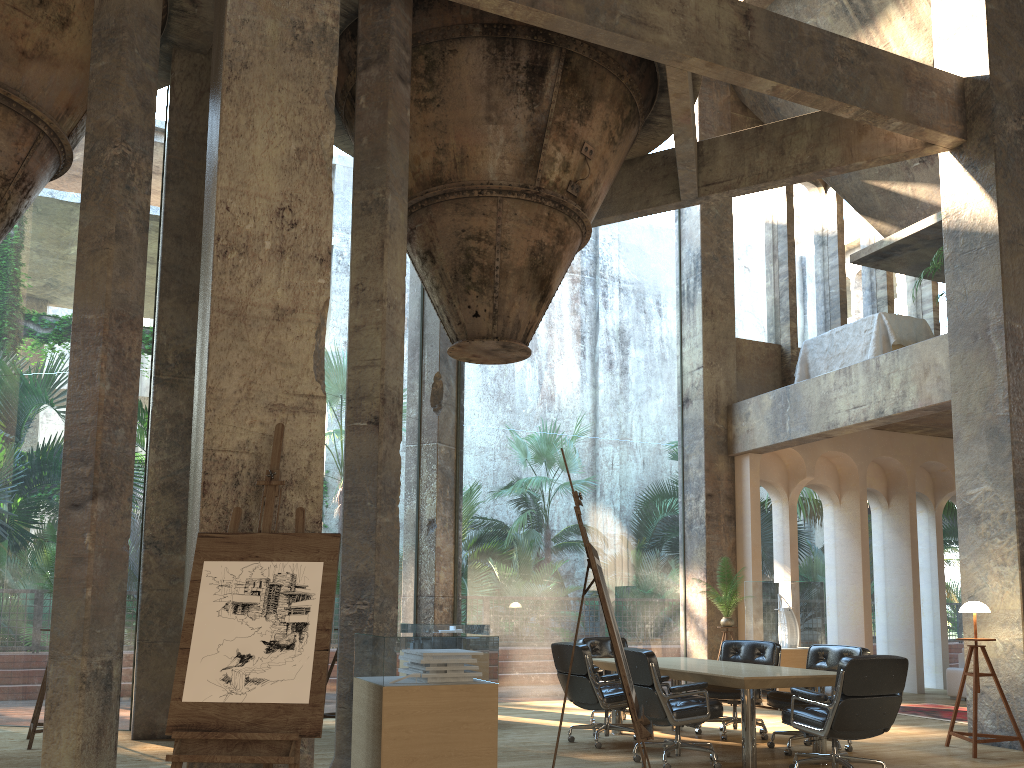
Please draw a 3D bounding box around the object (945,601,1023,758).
[{"bbox_3d":[3.976,2.541,7.653,0.660,1.273,0.579,4,-9,-23],"label":"object"}]

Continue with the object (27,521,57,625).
[{"bbox_3d":[-3.863,1.683,7.712,0.859,0.922,0.702,1,-10,-3],"label":"object"}]

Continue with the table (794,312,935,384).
[{"bbox_3d":[4.558,-0.318,11.427,1.118,0.785,1.784,6,-14,-23],"label":"table"}]

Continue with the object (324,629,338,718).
[{"bbox_3d":[-1.595,2.916,8.723,0.659,0.954,0.582,-2,-9,13],"label":"object"}]

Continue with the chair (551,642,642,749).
[{"bbox_3d":[0.820,2.763,7.879,0.824,0.875,0.743,5,-11,-22],"label":"chair"}]

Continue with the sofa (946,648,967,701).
[{"bbox_3d":[7.707,3.891,11.740,2.935,0.708,2.105,6,-15,-23],"label":"sofa"}]

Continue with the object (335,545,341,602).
[{"bbox_3d":[-1.597,1.946,8.662,0.690,0.921,0.875,4,-11,-20],"label":"object"}]

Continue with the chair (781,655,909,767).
[{"bbox_3d":[2.328,2.373,6.289,0.733,0.875,0.835,6,-12,-27],"label":"chair"}]

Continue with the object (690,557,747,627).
[{"bbox_3d":[2.712,2.681,11.400,0.864,0.922,0.698,7,-12,-32],"label":"object"}]

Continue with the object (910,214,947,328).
[{"bbox_3d":[5.257,-1.265,9.674,1.359,1.774,1.428,4,-10,-17],"label":"object"}]

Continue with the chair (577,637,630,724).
[{"bbox_3d":[1.133,3.069,9.071,0.733,0.875,0.834,6,-12,-28],"label":"chair"}]

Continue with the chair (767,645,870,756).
[{"bbox_3d":[2.582,2.692,7.537,0.825,0.875,0.741,6,-12,-29],"label":"chair"}]

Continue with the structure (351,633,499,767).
[{"bbox_3d":[-0.571,2.114,5.620,0.738,0.995,0.756,5,-10,-23],"label":"structure"}]

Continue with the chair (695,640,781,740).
[{"bbox_3d":[2.153,2.920,8.447,0.736,0.875,0.832,-8,-13,40],"label":"chair"}]

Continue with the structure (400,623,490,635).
[{"bbox_3d":[-0.723,3.036,9.252,0.746,0.995,0.748,5,-10,-23],"label":"structure"}]

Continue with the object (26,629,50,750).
[{"bbox_3d":[-3.871,2.625,7.662,0.574,0.954,0.668,5,-11,-29],"label":"object"}]

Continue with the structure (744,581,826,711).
[{"bbox_3d":[3.399,3.233,10.930,0.746,1.518,0.603,4,-9,-23],"label":"structure"}]

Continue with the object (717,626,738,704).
[{"bbox_3d":[2.733,3.594,11.234,0.661,0.954,0.579,-5,-10,30],"label":"object"}]

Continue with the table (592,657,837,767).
[{"bbox_3d":[1.721,2.821,7.700,1.107,0.685,2.458,6,-15,-22],"label":"table"}]

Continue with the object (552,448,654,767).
[{"bbox_3d":[0.514,1.414,4.954,0.685,2.106,0.714,-1,-8,9],"label":"object"}]

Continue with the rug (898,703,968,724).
[{"bbox_3d":[5.308,3.786,10.006,1.349,0.009,2.512,6,-15,-22],"label":"rug"}]

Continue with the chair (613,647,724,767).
[{"bbox_3d":[1.262,2.508,6.861,0.822,0.875,0.744,4,-10,-16],"label":"chair"}]

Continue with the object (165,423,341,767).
[{"bbox_3d":[-1.179,1.184,4.114,0.702,2.106,0.697,0,-8,3],"label":"object"}]
